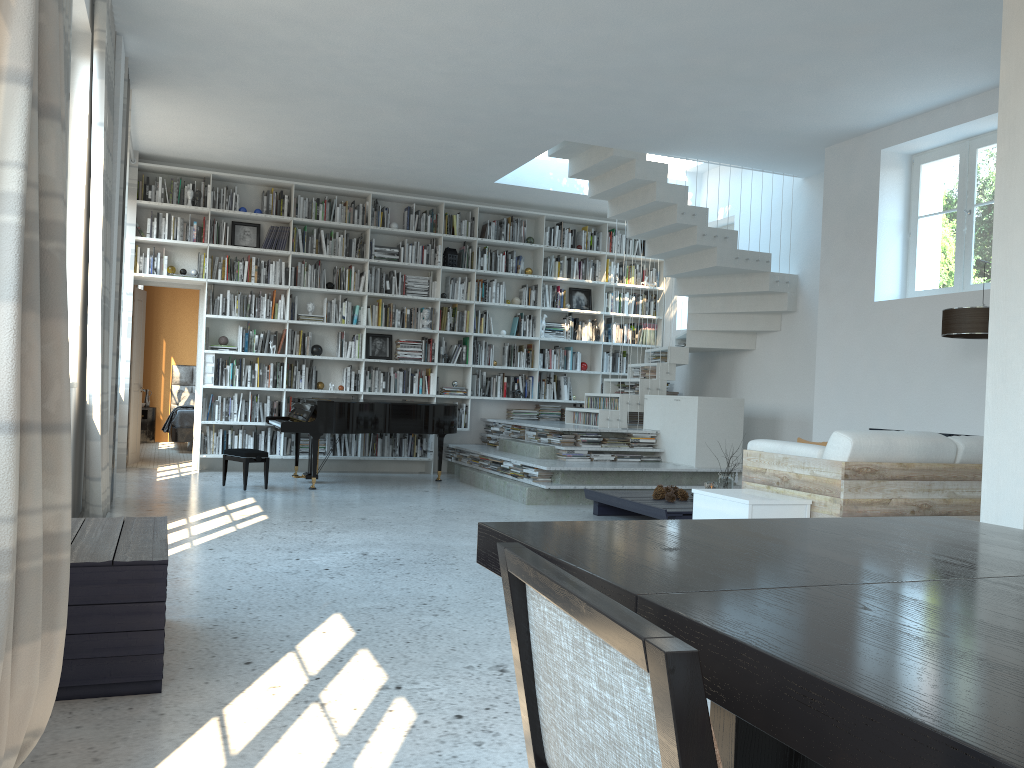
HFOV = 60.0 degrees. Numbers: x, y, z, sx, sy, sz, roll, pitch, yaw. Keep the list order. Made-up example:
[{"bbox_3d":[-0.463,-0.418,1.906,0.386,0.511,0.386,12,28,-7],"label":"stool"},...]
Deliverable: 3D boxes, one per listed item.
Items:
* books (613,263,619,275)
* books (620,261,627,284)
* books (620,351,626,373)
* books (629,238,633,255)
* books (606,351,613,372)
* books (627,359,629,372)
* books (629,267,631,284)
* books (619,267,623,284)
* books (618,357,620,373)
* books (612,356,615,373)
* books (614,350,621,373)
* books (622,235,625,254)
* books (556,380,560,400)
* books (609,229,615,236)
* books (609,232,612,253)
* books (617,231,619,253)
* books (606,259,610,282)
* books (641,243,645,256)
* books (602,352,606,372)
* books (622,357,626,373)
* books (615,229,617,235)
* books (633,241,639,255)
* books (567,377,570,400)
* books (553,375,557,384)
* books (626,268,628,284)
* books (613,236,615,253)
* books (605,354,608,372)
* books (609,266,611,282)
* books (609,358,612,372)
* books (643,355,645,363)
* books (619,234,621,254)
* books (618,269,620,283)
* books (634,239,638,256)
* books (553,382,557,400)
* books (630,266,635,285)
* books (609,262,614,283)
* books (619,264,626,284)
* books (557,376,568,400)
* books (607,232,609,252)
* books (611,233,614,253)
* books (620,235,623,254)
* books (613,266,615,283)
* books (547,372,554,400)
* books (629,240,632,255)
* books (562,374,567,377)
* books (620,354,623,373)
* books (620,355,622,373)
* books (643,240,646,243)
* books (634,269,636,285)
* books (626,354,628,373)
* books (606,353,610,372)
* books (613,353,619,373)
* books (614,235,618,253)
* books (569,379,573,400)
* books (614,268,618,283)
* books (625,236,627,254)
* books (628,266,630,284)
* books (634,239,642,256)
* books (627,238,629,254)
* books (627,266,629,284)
[{"bbox_3d":[1.283,-1.374,11.073,0.023,0.263,0.158,2,0,-21],"label":"books"},{"bbox_3d":[1.387,-1.385,11.106,0.022,0.296,0.152,2,0,-21],"label":"books"},{"bbox_3d":[1.398,-0.274,11.215,0.011,0.284,0.161,2,0,-21],"label":"books"},{"bbox_3d":[1.489,-1.741,11.236,0.012,0.285,0.159,2,0,-21],"label":"books"},{"bbox_3d":[1.220,-0.274,11.160,0.024,0.267,0.133,2,0,-21],"label":"books"},{"bbox_3d":[1.438,-0.250,11.239,0.013,0.240,0.166,2,0,-21],"label":"books"},{"bbox_3d":[1.446,-1.345,11.130,0.013,0.222,0.174,2,0,-21],"label":"books"},{"bbox_3d":[1.337,-1.345,11.102,0.025,0.211,0.134,2,0,-21],"label":"books"},{"bbox_3d":[1.306,-0.236,11.189,0.027,0.201,0.164,2,0,-21],"label":"books"},{"bbox_3d":[1.244,-0.243,11.163,0.025,0.208,0.149,2,0,-21],"label":"books"},{"bbox_3d":[1.327,-0.284,11.197,0.013,0.297,0.141,2,0,-21],"label":"books"},{"bbox_3d":[1.369,-1.737,11.179,0.029,0.264,0.179,2,0,-21],"label":"books"},{"bbox_3d":[0.538,0.074,10.887,0.031,0.239,0.171,2,0,-21],"label":"books"},{"bbox_3d":[1.247,-1.776,11.138,0.014,0.331,0.143,2,0,-21],"label":"books"},{"bbox_3d":[1.206,-1.756,11.109,0.013,0.286,0.150,2,0,-21],"label":"books"},{"bbox_3d":[1.295,-1.761,11.143,0.012,0.306,0.184,2,0,-21],"label":"books"},{"bbox_3d":[1.159,-1.395,11.010,0.010,0.294,0.183,2,0,-21],"label":"books"},{"bbox_3d":[1.647,-1.688,11.273,0.024,0.193,0.186,2,0,-21],"label":"books"},{"bbox_3d":[1.124,-0.271,11.099,0.024,0.252,0.175,2,0,-21],"label":"books"},{"bbox_3d":[1.385,-0.235,11.202,0.021,0.205,0.174,2,0,-21],"label":"books"},{"bbox_3d":[1.279,-1.772,11.152,0.012,0.326,0.151,2,0,-21],"label":"books"},{"bbox_3d":[1.536,-1.703,11.247,0.057,0.212,0.163,2,0,-21],"label":"books"},{"bbox_3d":[0.664,0.056,10.928,0.025,0.287,0.160,2,0,-21],"label":"books"},{"bbox_3d":[0.514,0.041,10.897,0.010,0.304,0.131,2,0,-21],"label":"books"},{"bbox_3d":[1.401,-1.339,11.116,0.014,0.206,0.184,2,0,-21],"label":"books"},{"bbox_3d":[1.236,-1.726,11.111,0.022,0.229,0.174,2,0,-21],"label":"books"},{"bbox_3d":[1.149,-0.262,11.117,0.037,0.236,0.153,2,0,-21],"label":"books"},{"bbox_3d":[1.173,-1.350,11.017,0.024,0.205,0.165,2,0,-21],"label":"books"},{"bbox_3d":[1.201,-0.242,11.133,0.029,0.201,0.172,2,0,-21],"label":"books"},{"bbox_3d":[1.728,-0.243,11.356,0.012,0.254,0.161,2,0,-21],"label":"books"},{"bbox_3d":[1.321,-1.745,11.164,0.027,0.275,0.148,2,0,-21],"label":"books"},{"bbox_3d":[1.295,-1.340,11.122,0.038,0.199,0.170,2,0,-21],"label":"books"},{"bbox_3d":[1.563,-1.713,11.271,0.010,0.235,0.131,2,0,-21],"label":"books"},{"bbox_3d":[0.491,0.083,10.865,0.052,0.217,0.184,2,0,-21],"label":"books"},{"bbox_3d":[1.464,-1.354,11.160,0.042,0.242,0.247,2,0,-21],"label":"books"},{"bbox_3d":[1.200,-1.378,11.018,0.026,0.263,0.189,2,0,-21],"label":"books"},{"bbox_3d":[1.367,-1.365,11.093,0.023,0.253,0.189,2,0,-21],"label":"books"},{"bbox_3d":[0.604,0.051,10.867,0.075,0.291,0.255,2,0,-21],"label":"books"},{"bbox_3d":[1.165,-1.752,11.097,0.022,0.275,0.160,2,0,-21],"label":"books"},{"bbox_3d":[1.223,-1.746,11.102,0.012,0.269,0.184,2,0,-21],"label":"books"},{"bbox_3d":[1.345,-1.735,11.169,0.022,0.259,0.163,2,0,-21],"label":"books"},{"bbox_3d":[1.230,-1.356,11.042,0.049,0.224,0.161,2,0,-21],"label":"books"},{"bbox_3d":[0.463,0.023,10.853,0.014,0.333,0.168,2,0,-21],"label":"books"},{"bbox_3d":[1.464,-1.704,11.220,0.026,0.208,0.163,2,0,-21],"label":"books"},{"bbox_3d":[0.639,0.036,10.942,0.012,0.326,0.136,2,0,-21],"label":"books"},{"bbox_3d":[1.353,-0.255,11.219,0.027,0.242,0.131,2,0,-21],"label":"books"},{"bbox_3d":[1.340,-0.250,11.196,0.014,0.230,0.172,2,0,-21],"label":"books"},{"bbox_3d":[1.684,-1.713,11.305,0.068,0.247,0.160,2,0,-21],"label":"books"},{"bbox_3d":[1.518,-1.340,11.233,0.023,0.220,0.171,2,0,-21],"label":"books"},{"bbox_3d":[1.425,-0.257,11.238,0.012,0.254,0.161,2,0,-21],"label":"books"},{"bbox_3d":[1.176,-0.263,11.129,0.022,0.242,0.151,2,0,-21],"label":"books"},{"bbox_3d":[1.279,-0.262,11.148,0.027,0.248,0.184,2,0,-21],"label":"books"},{"bbox_3d":[1.267,-1.731,11.131,0.023,0.244,0.182,2,0,-21],"label":"books"},{"bbox_3d":[0.701,0.064,10.953,0.062,0.274,0.148,2,0,-21],"label":"books"},{"bbox_3d":[1.265,-1.340,11.050,0.024,0.193,0.189,2,0,-21],"label":"books"},{"bbox_3d":[1.402,-1.728,11.201,0.027,0.249,0.154,2,0,-21],"label":"books"},{"bbox_3d":[1.431,-1.354,11.134,0.012,0.237,0.165,2,0,-21],"label":"books"},{"bbox_3d":[1.596,-1.732,11.280,0.069,0.277,0.131,2,0,-21],"label":"books"},{"bbox_3d":[1.429,-1.720,11.202,0.025,0.237,0.143,2,0,-21],"label":"books"},{"bbox_3d":[1.416,-1.357,11.128,0.022,0.242,0.144,2,0,-21],"label":"books"}]
